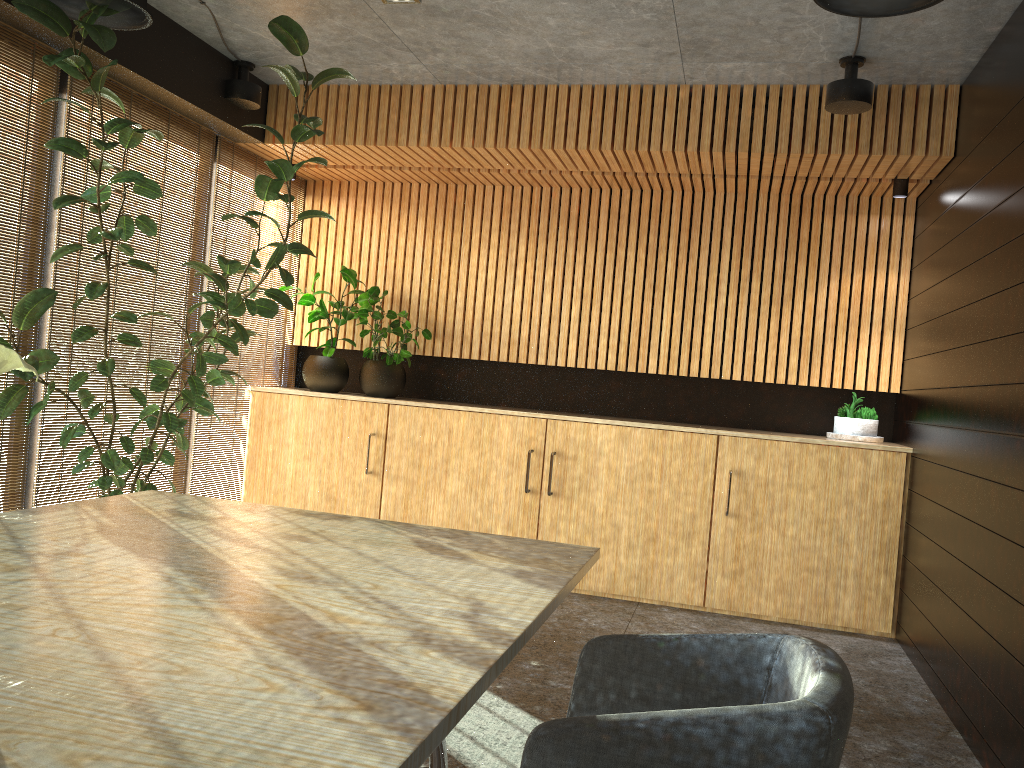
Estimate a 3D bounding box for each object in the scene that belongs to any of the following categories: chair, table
[{"bbox_3d":[0.336,1.037,1.996,0.761,0.944,0.706,5,0,14],"label":"chair"},{"bbox_3d":[-1.085,0.925,1.428,1.816,0.927,3.932,5,0,14],"label":"table"}]

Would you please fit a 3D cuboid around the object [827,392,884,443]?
[{"bbox_3d":[2.482,0.236,6.389,0.384,0.347,0.384,5,0,37],"label":"object"}]

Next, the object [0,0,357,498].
[{"bbox_3d":[-2.109,-0.344,5.003,1.875,3.266,1.958,5,0,-37],"label":"object"}]

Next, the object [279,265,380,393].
[{"bbox_3d":[-1.534,-0.463,7.249,0.640,1.054,0.666,5,0,-34],"label":"object"}]

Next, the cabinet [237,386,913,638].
[{"bbox_3d":[0.297,0.860,6.853,4.954,1.272,1.006,5,0,14],"label":"cabinet"}]

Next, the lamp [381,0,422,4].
[{"bbox_3d":[-0.879,-1.795,1.441,0.151,0.618,4.009,5,0,14],"label":"lamp"}]

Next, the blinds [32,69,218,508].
[{"bbox_3d":[-2.413,-0.293,5.631,0.039,3.038,1.422,5,0,14],"label":"blinds"}]

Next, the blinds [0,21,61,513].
[{"bbox_3d":[-2.777,-0.321,4.183,0.039,3.038,1.422,5,0,14],"label":"blinds"}]

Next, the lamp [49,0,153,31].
[{"bbox_3d":[-1.950,-1.979,4.175,0.513,0.497,0.513,5,0,-15],"label":"lamp"}]

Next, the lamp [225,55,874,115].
[{"bbox_3d":[0.053,-1.899,5.584,4.179,0.294,0.257,5,0,14],"label":"lamp"}]

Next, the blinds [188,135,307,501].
[{"bbox_3d":[-2.055,-0.266,7.055,0.039,3.038,1.422,5,0,14],"label":"blinds"}]

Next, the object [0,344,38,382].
[{"bbox_3d":[-1.021,0.192,1.448,0.295,0.546,0.322,5,0,24],"label":"object"}]

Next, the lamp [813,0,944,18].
[{"bbox_3d":[1.410,-1.692,3.326,0.513,0.497,0.513,5,0,43],"label":"lamp"}]

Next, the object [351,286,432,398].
[{"bbox_3d":[-1.049,-0.334,7.109,0.679,0.880,0.512,5,0,18],"label":"object"}]
